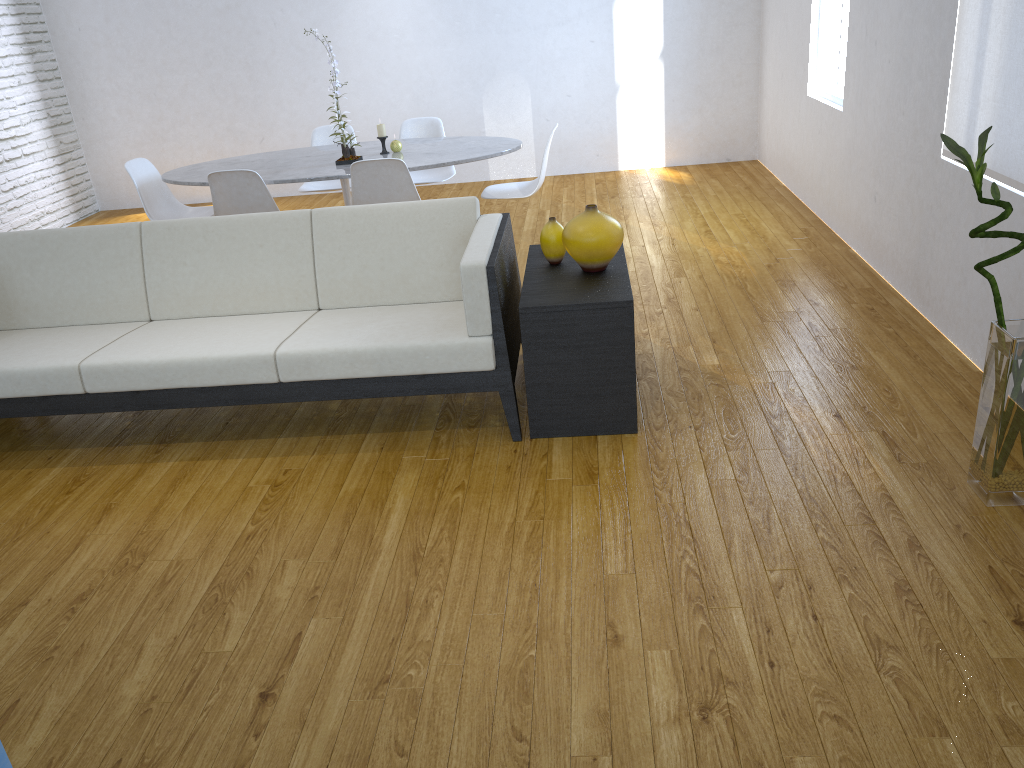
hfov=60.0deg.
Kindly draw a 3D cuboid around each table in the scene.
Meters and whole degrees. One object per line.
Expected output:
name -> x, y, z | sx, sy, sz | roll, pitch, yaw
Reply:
table -> -0.869, -0.900, 4.772 | 1.910, 0.630, 1.057 | -3, 24, 5

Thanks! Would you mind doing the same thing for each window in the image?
window -> 1.706, -2.528, 4.422 | 0.074, 2.154, 0.765 | -3, 25, 5

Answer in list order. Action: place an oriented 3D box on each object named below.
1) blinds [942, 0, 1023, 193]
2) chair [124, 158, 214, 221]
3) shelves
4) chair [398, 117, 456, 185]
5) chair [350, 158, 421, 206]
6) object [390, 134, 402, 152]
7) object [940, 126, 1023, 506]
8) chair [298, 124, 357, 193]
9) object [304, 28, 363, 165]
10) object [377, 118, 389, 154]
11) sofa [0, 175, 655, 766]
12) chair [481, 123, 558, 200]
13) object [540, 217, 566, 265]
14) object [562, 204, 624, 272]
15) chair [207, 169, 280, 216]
blinds -> 1.489, -1.664, 2.514 | 0.007, 2.136, 0.752 | -3, 25, 5
chair -> -1.809, -1.045, 4.778 | 0.419, 0.356, 0.401 | -2, 24, 7
shelves -> 0.237, -0.184, 3.113 | 0.349, 0.457, 0.721 | -3, 24, 5
chair -> -0.549, -1.352, 5.195 | 0.405, 0.356, 0.414 | -2, 24, 8
chair -> -0.592, -0.941, 4.270 | 0.406, 0.356, 0.414 | -3, 24, 5
object -> -0.608, -1.261, 4.633 | 0.062, 0.093, 0.062 | -23, 29, -33
object -> 1.321, -0.175, 2.190 | 0.379, 0.992, 0.479 | -15, 26, -20
chair -> -1.079, -1.328, 5.258 | 0.405, 0.356, 0.414 | -4, 24, 4
object -> -0.844, -1.410, 4.349 | 0.166, 0.646, 0.200 | 10, 29, 31
object -> -0.673, -1.286, 4.597 | 0.059, 0.179, 0.058 | -9, 25, -8
sofa -> -1.102, 0.074, 2.567 | 5.337, 0.687, 9.605 | -3, 24, 5
chair -> 0.040, -1.147, 4.598 | 0.419, 0.356, 0.401 | -2, 24, 7
object -> 0.145, -0.497, 3.074 | 0.095, 0.162, 0.095 | -26, 32, -38
object -> 0.269, -0.487, 2.955 | 0.206, 0.218, 0.206 | -26, 31, -38
chair -> -1.266, -0.912, 4.355 | 0.405, 0.356, 0.414 | -2, 24, 9
